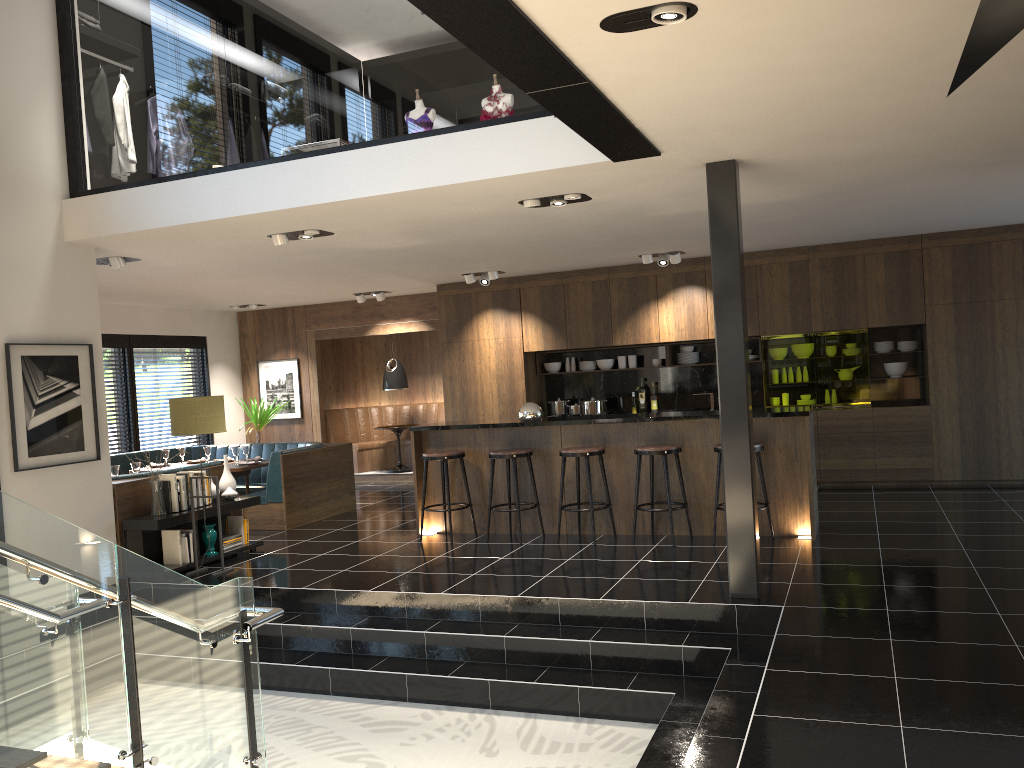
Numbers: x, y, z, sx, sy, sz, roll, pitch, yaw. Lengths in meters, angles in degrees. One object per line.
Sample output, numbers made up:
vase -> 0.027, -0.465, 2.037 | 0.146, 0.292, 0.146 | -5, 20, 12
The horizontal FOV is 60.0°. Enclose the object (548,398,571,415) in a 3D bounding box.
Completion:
object -> 0.615, 0.288, 11.504 | 0.255, 0.218, 0.236 | -4, 1, -21

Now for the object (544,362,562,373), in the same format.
object -> 0.538, -0.209, 11.641 | 0.234, 0.138, 0.234 | -3, 1, 24

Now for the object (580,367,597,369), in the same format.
object -> 0.985, -0.195, 11.459 | 0.220, 0.033, 0.220 | -3, 1, 18

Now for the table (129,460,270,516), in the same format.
table -> -3.409, 1.241, 9.986 | 1.538, 0.661, 0.822 | -3, 1, 21

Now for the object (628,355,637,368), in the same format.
object -> 1.526, -0.281, 11.229 | 0.109, 0.161, 0.109 | -3, 1, 34

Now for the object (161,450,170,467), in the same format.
object -> -3.918, 0.844, 10.040 | 0.098, 0.192, 0.098 | -3, 1, 19

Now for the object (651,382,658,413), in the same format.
object -> 1.801, 0.175, 11.267 | 0.077, 0.395, 0.077 | -4, 2, -27

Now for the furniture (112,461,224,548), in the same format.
furniture -> -4.127, 1.224, 8.234 | 2.610, 0.822, 1.364 | -3, 1, 21

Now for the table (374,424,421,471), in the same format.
table -> -1.669, 0.946, 13.119 | 0.702, 0.644, 0.702 | -4, 1, -4

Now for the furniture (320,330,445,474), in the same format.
furniture -> -1.555, 0.119, 13.532 | 2.639, 2.336, 1.174 | -3, 1, 21

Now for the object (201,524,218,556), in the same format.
object -> -2.621, 1.348, 7.685 | 0.125, 0.258, 0.125 | -3, 1, 17

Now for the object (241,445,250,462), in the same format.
object -> -2.979, 0.788, 9.943 | 0.098, 0.192, 0.098 | -3, 1, 19

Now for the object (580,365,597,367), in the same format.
object -> 0.984, -0.217, 11.459 | 0.220, 0.033, 0.220 | -3, 1, 18

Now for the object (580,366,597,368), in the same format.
object -> 0.984, -0.207, 11.459 | 0.220, 0.033, 0.220 | -3, 1, 18

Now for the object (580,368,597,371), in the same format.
object -> 0.986, -0.182, 11.459 | 0.220, 0.033, 0.220 | -3, 1, 18

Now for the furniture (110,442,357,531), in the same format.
furniture -> -3.307, 1.150, 10.235 | 2.610, 0.822, 1.364 | -3, 1, 21

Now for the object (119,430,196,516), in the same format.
object -> -2.889, 0.705, 7.251 | 0.607, 0.745, 0.406 | -4, 1, -19

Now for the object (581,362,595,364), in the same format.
object -> 0.981, -0.263, 11.457 | 0.220, 0.033, 0.220 | -3, 1, 18

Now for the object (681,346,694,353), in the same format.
object -> 2.190, -0.423, 11.065 | 0.168, 0.087, 0.168 | -3, 1, 41

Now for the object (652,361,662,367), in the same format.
object -> 1.827, -0.254, 11.139 | 0.122, 0.072, 0.122 | -4, 1, -43

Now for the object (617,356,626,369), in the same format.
object -> 1.401, -0.274, 11.278 | 0.109, 0.161, 0.109 | -3, 1, 4

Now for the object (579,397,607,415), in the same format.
object -> 1.019, 0.277, 11.125 | 0.300, 0.218, 0.278 | -4, 1, -36

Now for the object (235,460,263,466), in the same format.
object -> -2.867, 0.855, 9.696 | 0.269, 0.051, 0.324 | -3, 1, 25

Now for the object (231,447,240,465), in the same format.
object -> -3.028, 0.793, 9.740 | 0.098, 0.192, 0.098 | -3, 1, 19

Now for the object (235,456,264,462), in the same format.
object -> -2.985, 0.857, 10.106 | 0.325, 0.051, 0.269 | -3, 1, 25

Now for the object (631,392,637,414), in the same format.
object -> 1.560, 0.243, 11.352 | 0.058, 0.287, 0.057 | -3, 2, 34

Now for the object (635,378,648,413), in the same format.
object -> 1.650, 0.156, 11.317 | 0.133, 0.451, 0.116 | -3, 1, 21

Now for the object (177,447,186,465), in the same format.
object -> -3.818, 0.835, 10.272 | 0.098, 0.192, 0.098 | -3, 1, 19

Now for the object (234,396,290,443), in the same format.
object -> -3.606, 0.849, 13.055 | 0.817, 1.382, 0.955 | -4, 1, -21

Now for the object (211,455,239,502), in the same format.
object -> -2.643, 0.854, 8.078 | 0.319, 0.398, 0.316 | -4, 1, -3

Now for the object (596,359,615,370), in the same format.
object -> 1.203, -0.245, 11.381 | 0.234, 0.138, 0.234 | -3, 1, 41

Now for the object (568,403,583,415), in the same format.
object -> 0.823, 0.315, 11.327 | 0.210, 0.143, 0.195 | -4, 1, -21

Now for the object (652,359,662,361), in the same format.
object -> 1.826, -0.278, 11.138 | 0.122, 0.072, 0.122 | -4, 1, -43

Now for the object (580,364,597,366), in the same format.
object -> 0.983, -0.230, 11.458 | 0.220, 0.033, 0.220 | -3, 1, 18

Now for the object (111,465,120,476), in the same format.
object -> -3.661, 0.850, 8.179 | 0.098, 0.192, 0.098 | -3, 1, 19

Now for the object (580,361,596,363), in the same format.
object -> 0.980, -0.275, 11.457 | 0.220, 0.033, 0.220 | -3, 1, 18

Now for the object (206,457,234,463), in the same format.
object -> -3.362, 0.879, 10.244 | 0.325, 0.051, 0.269 | -3, 1, 25

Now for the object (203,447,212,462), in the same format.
object -> -3.474, 0.816, 10.141 | 0.098, 0.192, 0.098 | -3, 1, 19

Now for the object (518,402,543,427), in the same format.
object -> 0.171, 0.280, 8.073 | 0.227, 0.228, 0.227 | -4, 1, -18

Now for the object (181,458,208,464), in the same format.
object -> -3.707, 0.898, 10.378 | 0.325, 0.051, 0.269 | -3, 1, 25

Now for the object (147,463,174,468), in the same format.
object -> -4.048, 0.922, 10.127 | 0.269, 0.051, 0.324 | -3, 1, 25

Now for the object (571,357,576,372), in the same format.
object -> 0.798, -0.254, 11.538 | 0.060, 0.185, 0.060 | -4, 1, -10

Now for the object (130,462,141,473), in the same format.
object -> -3.561, 0.841, 8.410 | 0.098, 0.192, 0.098 | -3, 1, 19

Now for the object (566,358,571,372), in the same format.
object -> 0.728, -0.250, 11.565 | 0.060, 0.185, 0.060 | -5, 2, -37
